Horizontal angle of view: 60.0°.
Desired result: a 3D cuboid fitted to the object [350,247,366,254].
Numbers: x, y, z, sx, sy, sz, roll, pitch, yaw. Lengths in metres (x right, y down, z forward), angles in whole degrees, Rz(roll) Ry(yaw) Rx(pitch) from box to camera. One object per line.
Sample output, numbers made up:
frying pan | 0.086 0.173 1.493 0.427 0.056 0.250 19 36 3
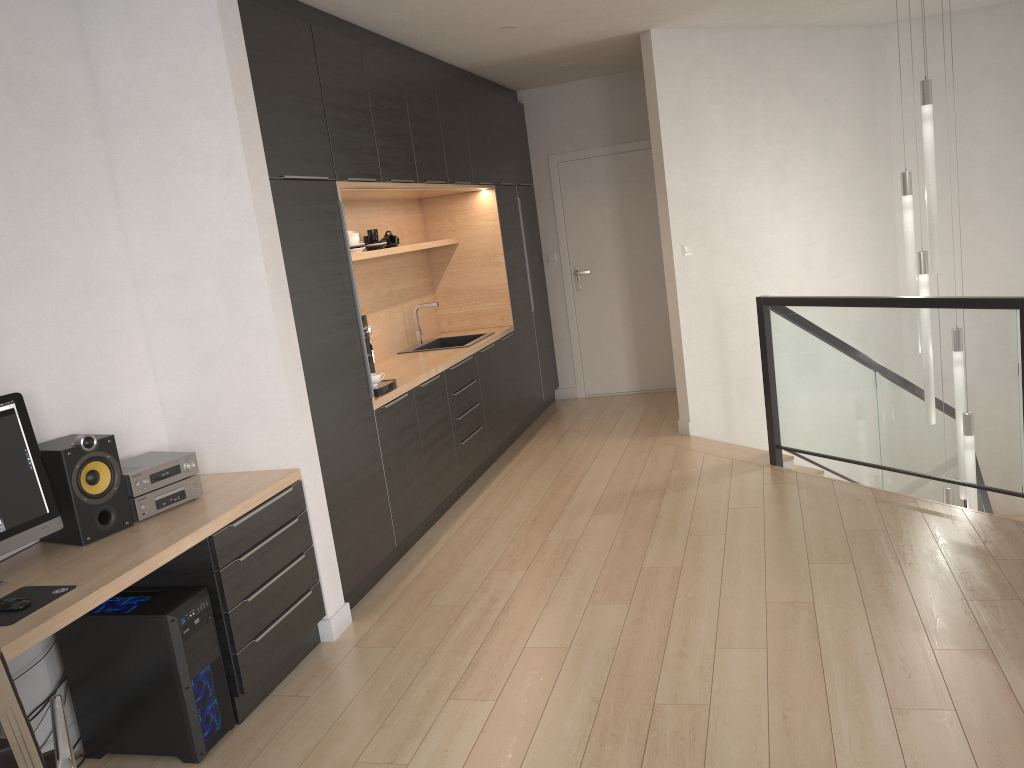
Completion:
object | -0.919 -0.771 5.138 0.145 0.025 0.145 -7 10 3

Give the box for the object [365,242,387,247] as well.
object | -0.842 -0.855 5.484 0.145 0.025 0.145 -2 12 30

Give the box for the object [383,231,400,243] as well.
object | -0.786 -0.955 5.784 0.100 0.093 0.066 -3 11 26

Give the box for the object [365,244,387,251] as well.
object | -0.843 -0.843 5.484 0.145 0.025 0.145 -2 12 30

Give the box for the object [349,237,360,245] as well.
object | -0.927 -0.819 5.133 0.095 0.057 0.099 -10 10 -11

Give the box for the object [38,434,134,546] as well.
object | -1.480 0.342 3.018 0.249 0.354 0.198 -2 12 31

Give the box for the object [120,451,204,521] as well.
object | -1.344 0.371 3.261 0.270 0.174 0.285 -2 12 31

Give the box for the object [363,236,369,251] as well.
object | -0.895 -0.893 5.615 0.084 0.092 0.066 -4 11 22

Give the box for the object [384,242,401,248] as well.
object | -0.793 -0.899 5.758 0.145 0.025 0.145 -4 11 19

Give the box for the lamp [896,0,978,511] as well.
lamp | 2.484 -1.538 5.272 0.359 6.725 0.359 -15 12 -36

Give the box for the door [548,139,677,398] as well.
door | 0.916 -0.957 7.657 0.974 2.136 0.085 -5 10 16

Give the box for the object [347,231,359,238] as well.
object | -0.930 -0.851 5.124 0.098 0.075 0.095 -2 11 28

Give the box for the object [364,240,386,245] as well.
object | -0.846 -0.866 5.479 0.145 0.025 0.145 -2 12 30

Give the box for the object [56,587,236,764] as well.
object | -1.240 0.987 3.027 0.474 0.527 0.215 -5 10 16

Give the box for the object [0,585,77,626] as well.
object | -1.365 0.609 2.445 0.200 0.002 0.250 -5 10 16

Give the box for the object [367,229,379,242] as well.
object | -0.854 -0.906 5.465 0.066 0.092 0.084 -10 10 -14

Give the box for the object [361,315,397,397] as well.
object | -0.873 -0.166 4.705 0.584 0.398 0.618 -5 10 17

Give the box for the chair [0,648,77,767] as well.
chair | -1.215 0.962 1.808 0.664 0.991 0.699 -12 11 -22

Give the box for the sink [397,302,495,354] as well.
sink | -0.451 -0.317 6.174 0.512 0.518 0.626 -5 10 16

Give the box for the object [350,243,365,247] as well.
object | -0.922 -0.794 5.134 0.145 0.025 0.145 -7 10 3

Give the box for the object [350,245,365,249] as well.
object | -0.921 -0.781 5.139 0.145 0.025 0.145 -7 10 3

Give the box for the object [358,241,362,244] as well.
object | -0.968 -0.830 5.368 0.099 0.057 0.095 -5 10 14

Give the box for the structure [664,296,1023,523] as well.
structure | 3.428 1.448 5.088 2.823 4.339 4.190 -13 11 -28

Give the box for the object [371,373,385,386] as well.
object | -0.709 -0.019 4.510 0.099 0.057 0.095 -4 11 19

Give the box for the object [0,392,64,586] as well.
object | -1.661 0.359 2.543 0.190 0.535 0.716 -4 11 21

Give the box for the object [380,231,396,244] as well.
object | -0.809 -0.936 5.728 0.100 0.093 0.066 -2 12 31
